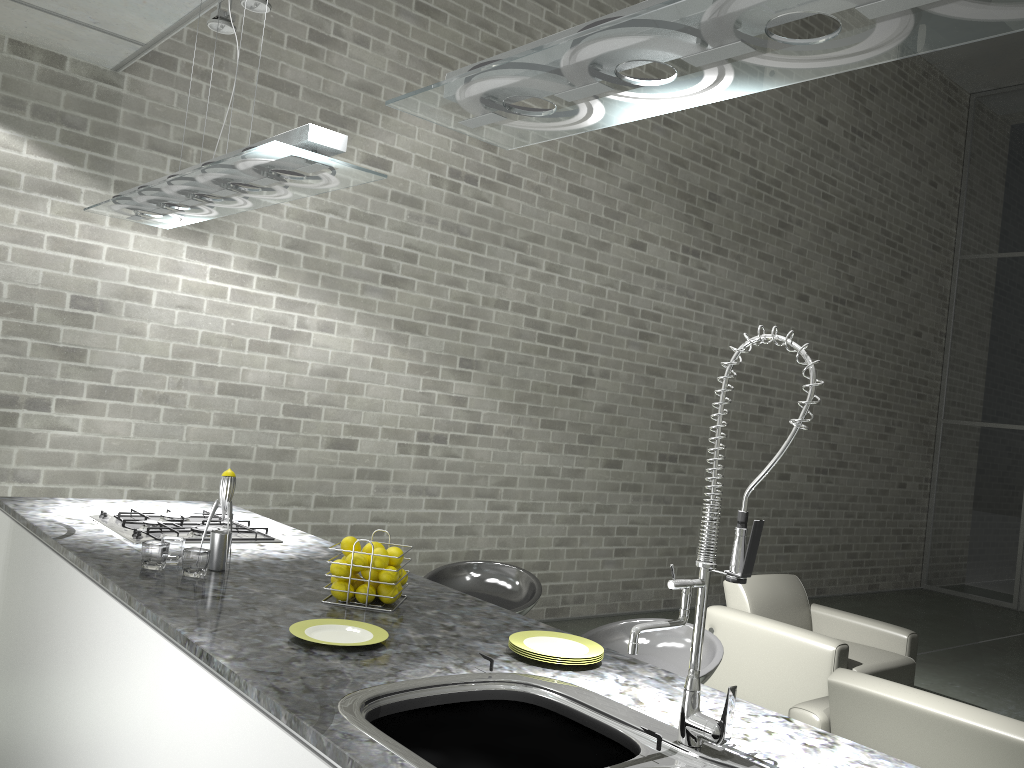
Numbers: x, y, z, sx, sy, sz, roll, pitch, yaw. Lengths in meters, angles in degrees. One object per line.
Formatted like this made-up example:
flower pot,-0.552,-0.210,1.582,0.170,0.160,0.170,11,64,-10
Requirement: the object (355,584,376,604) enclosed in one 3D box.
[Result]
object,-0.379,0.543,2.298,0.053,0.053,0.061,7,-2,-8

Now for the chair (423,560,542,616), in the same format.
chair,-0.170,1.147,3.248,0.457,0.931,0.464,6,-2,31

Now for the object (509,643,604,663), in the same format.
object,0.099,0.607,2.016,0.217,0.017,0.216,7,-2,-8

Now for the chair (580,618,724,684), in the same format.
chair,0.334,1.185,2.601,0.464,0.931,0.457,8,-2,-26

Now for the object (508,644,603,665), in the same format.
object,0.098,0.612,2.015,0.217,0.017,0.216,7,-2,-8

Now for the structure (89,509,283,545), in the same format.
structure,-1.134,0.491,3.083,0.500,0.038,0.500,8,-2,-40

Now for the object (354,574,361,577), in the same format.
object,-0.445,0.541,2.435,0.062,0.052,0.053,7,-2,-11

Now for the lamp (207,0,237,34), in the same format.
lamp,-1.105,-1.424,3.398,0.109,0.135,0.109,6,-2,8

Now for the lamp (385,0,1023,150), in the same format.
lamp,0.419,-0.920,1.124,0.290,0.964,1.490,8,-2,-40

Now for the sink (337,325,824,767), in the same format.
sink,0.183,0.380,1.387,0.546,1.023,0.987,8,-2,-40

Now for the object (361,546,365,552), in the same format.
object,-0.381,0.462,2.428,0.063,0.053,0.051,8,-2,-37

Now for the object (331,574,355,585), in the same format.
object,-0.448,0.516,2.346,0.062,0.053,0.052,7,-2,-13

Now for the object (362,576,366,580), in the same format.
object,-0.383,0.512,2.432,0.061,0.055,0.051,6,-2,19

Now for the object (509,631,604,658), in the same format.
object,0.100,0.598,2.016,0.217,0.017,0.216,7,-2,-8

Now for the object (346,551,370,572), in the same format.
object,-0.397,0.460,2.299,0.063,0.051,0.053,7,-2,-5

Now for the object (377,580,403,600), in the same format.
object,-0.331,0.551,2.374,0.074,0.063,0.064,8,-2,-30

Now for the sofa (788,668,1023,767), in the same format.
sofa,2.050,1.503,2.900,0.902,0.717,2.114,8,-2,-40

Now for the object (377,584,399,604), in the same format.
object,-0.324,0.544,2.314,0.060,0.057,0.052,5,-2,41

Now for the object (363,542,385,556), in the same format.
object,-0.366,0.446,2.360,0.051,0.053,0.063,5,-2,41

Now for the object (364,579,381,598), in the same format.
object,-0.369,0.540,2.356,0.052,0.060,0.057,8,-3,-45

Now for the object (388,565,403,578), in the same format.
object,-0.322,0.500,2.357,0.062,0.053,0.052,6,-2,11

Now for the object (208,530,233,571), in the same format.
object,-0.832,0.474,2.520,0.060,0.106,0.060,5,-2,43

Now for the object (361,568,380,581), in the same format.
object,-0.368,0.490,2.325,0.064,0.053,0.051,5,-2,42

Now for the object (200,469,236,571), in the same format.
object,-0.835,0.382,2.520,0.088,0.288,0.101,7,-2,-10

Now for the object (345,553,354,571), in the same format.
object,-0.413,0.472,2.363,0.055,0.051,0.061,5,-2,34

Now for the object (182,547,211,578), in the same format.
object,-0.860,0.485,2.409,0.064,0.070,0.063,7,-2,-2

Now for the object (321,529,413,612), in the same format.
object,-0.379,0.488,2.365,0.189,0.174,0.207,7,-2,5

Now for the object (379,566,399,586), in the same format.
object,-0.319,0.496,2.295,0.053,0.051,0.063,6,-2,8

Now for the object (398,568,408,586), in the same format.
object,-0.315,0.527,2.429,0.061,0.054,0.052,6,-2,17

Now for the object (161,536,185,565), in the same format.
object,-0.972,0.476,2.535,0.063,0.070,0.064,8,-2,-32

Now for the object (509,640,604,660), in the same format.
object,0.099,0.603,2.016,0.217,0.017,0.216,7,-2,-8

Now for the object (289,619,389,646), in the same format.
object,-0.382,0.554,1.958,0.217,0.017,0.216,7,-2,-15

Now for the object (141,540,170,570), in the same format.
object,-0.984,0.472,2.443,0.064,0.070,0.063,7,-2,-2

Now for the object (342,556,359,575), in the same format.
object,-0.436,0.490,2.411,0.061,0.054,0.053,7,-2,-4

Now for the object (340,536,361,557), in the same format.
object,-0.435,0.441,2.393,0.050,0.060,0.059,5,-2,39

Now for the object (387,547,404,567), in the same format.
object,-0.311,0.455,2.338,0.053,0.051,0.063,7,-2,-3

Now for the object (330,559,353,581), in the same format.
object,-0.442,0.484,2.302,0.060,0.055,0.053,7,-2,-7

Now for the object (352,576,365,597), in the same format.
object,-0.425,0.543,2.379,0.061,0.055,0.050,7,-2,-5

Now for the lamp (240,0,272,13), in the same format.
lamp,-0.907,-1.408,3.164,0.109,0.135,0.109,6,-2,8

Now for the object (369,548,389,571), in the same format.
object,-0.343,0.454,2.296,0.052,0.060,0.057,6,-2,28

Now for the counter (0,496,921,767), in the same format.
counter,-0.243,1.062,1.943,0.900,0.960,4.400,8,-2,-40

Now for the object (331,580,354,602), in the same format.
object,-0.439,0.535,2.296,0.061,0.053,0.053,7,-2,-5

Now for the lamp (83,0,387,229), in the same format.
lamp,-0.831,-1.019,2.599,0.290,0.964,1.490,8,-2,-40

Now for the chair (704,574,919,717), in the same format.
chair,1.745,1.538,5.117,0.963,0.717,0.910,8,-2,-40
